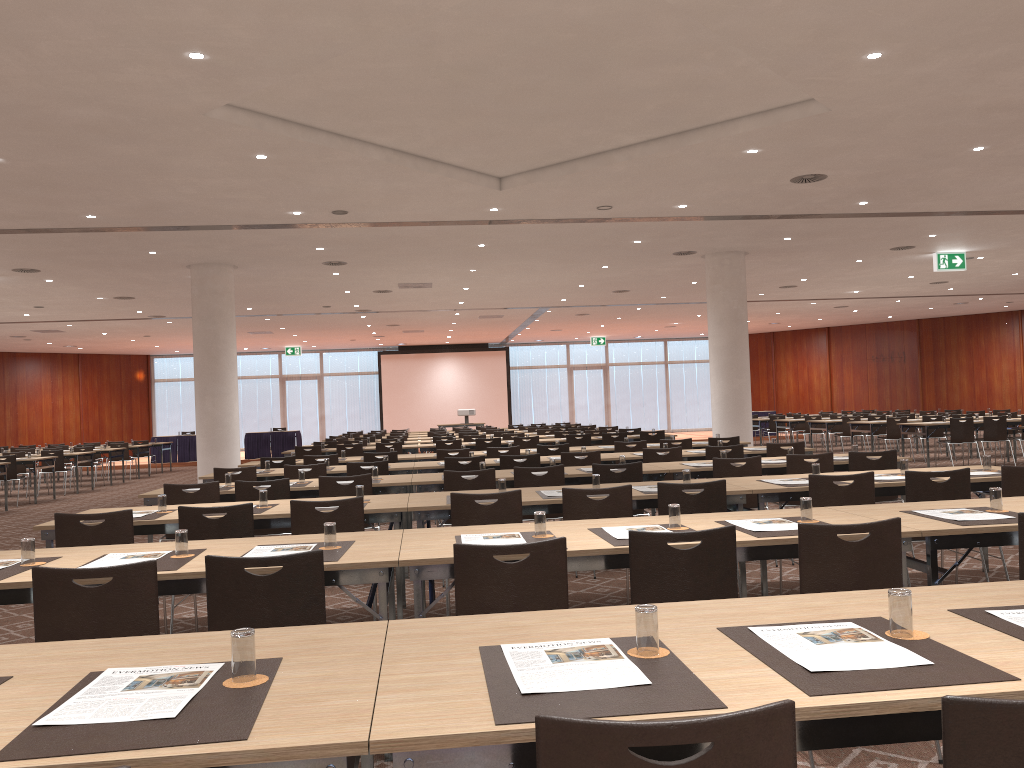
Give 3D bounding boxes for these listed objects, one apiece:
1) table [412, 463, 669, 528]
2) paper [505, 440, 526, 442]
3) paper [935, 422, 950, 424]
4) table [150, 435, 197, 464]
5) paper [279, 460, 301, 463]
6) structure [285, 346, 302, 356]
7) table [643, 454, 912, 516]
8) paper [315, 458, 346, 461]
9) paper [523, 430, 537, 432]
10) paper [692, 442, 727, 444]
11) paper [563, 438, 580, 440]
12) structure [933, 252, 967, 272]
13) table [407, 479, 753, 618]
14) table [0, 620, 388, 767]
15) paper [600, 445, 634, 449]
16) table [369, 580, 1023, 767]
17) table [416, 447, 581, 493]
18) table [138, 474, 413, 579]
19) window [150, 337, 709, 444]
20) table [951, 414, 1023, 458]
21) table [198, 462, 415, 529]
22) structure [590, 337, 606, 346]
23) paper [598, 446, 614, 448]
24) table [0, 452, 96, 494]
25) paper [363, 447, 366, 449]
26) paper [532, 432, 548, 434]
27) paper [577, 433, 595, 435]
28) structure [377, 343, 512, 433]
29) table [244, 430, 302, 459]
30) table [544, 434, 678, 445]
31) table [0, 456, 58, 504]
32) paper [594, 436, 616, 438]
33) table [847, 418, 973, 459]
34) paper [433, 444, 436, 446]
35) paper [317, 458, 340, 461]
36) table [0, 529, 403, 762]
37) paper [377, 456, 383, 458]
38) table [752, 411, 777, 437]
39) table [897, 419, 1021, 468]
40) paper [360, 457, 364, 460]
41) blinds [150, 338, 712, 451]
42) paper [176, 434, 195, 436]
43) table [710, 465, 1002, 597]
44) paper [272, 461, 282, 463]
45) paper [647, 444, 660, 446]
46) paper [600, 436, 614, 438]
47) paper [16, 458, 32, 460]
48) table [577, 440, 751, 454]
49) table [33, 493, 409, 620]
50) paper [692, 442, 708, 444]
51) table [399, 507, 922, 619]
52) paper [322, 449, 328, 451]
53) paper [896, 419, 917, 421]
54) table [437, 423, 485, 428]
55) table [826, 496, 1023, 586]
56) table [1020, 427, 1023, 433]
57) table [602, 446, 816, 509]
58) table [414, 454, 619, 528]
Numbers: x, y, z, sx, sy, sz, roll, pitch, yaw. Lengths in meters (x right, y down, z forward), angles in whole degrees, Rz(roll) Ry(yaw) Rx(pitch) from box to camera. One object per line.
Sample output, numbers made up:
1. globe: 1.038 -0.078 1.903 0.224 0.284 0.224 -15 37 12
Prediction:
1. table: 0.232 1.231 8.207 2.267 0.833 0.953 -2 -1 -6
2. paper: 0.119 1.006 15.577 0.460 0.003 0.565 -2 -1 -5
3. paper: 7.900 0.715 16.384 0.460 0.003 0.565 -2 -1 -5
4. table: -10.425 2.041 27.958 1.712 0.832 1.042 -2 -1 -6
5. paper: -3.070 1.035 11.738 0.460 0.003 0.565 -2 -1 -4
6. structure: -8.132 -1.216 32.976 0.587 0.346 0.105 -2 -1 -6
7. table: 2.489 1.146 8.434 2.267 0.833 0.953 -2 -1 -6
8. paper: -2.445 1.012 11.822 0.460 0.003 0.565 -2 -1 -7
9. paper: 0.487 1.147 21.666 0.460 0.003 0.565 -2 -1 -9
10. paper: 2.712 0.819 12.349 0.460 0.003 0.565 -2 -1 -5
11. paper: 1.114 0.969 15.705 0.460 0.003 0.565 -2 -1 -6
12. structure: 8.190 -2.289 16.596 0.587 0.346 0.105 -2 -1 -6
13. table: 0.431 1.172 6.217 2.267 0.833 0.953 -2 -1 -6
14. table: -1.427 1.138 2.010 2.267 0.833 0.953 -2 -1 -6
15. paper: 1.451 0.866 12.212 0.460 0.003 0.565 -2 -1 -5
16. table: 0.830 1.054 2.237 2.267 0.833 0.953 -2 -1 -6
17. table: -0.166 1.349 12.186 2.267 0.833 0.953 -2 -1 -6
18. table: -2.025 1.315 7.979 2.267 0.833 0.953 -2 -1 -6
19. window: -2.570 0.395 35.561 22.960 3.871 0.217 -2 -1 -6
20. table: 10.598 1.087 18.798 2.267 0.833 0.953 -2 -1 -6
21. table: -2.224 1.374 9.969 2.267 0.833 0.953 -2 -1 -6
22. structure: 3.318 -1.644 34.131 0.587 0.346 0.105 -2 -1 -6
23. paper: 1.366 0.867 12.267 0.283 0.006 0.398 -2 -1 -6
24. table: -10.127 1.915 18.718 2.267 0.833 0.953 -2 -1 -6
25. paper: -2.767 1.114 15.294 0.460 0.003 0.565 -2 -1 -7
26. paper: 0.689 1.088 19.676 0.460 0.003 0.565 -2 -1 -8
27. paper: 1.538 1.005 17.742 0.460 0.003 0.565 -2 -1 -6
28. structure: -2.632 0.198 34.952 5.158 3.525 0.395 -2 -1 -6
29. table: -7.597 1.935 28.243 1.712 0.832 1.042 -2 -1 -6
30. table: 1.742 1.367 15.895 2.267 0.833 0.953 -2 -1 -6
31. table: -9.928 1.856 16.728 2.267 0.833 0.953 -2 -1 -6
32. paper: 1.720 0.946 15.746 0.460 0.003 0.565 -2 -1 -4
33. table: 8.341 1.172 18.571 2.267 0.833 0.953 -2 -1 -6
34. paper: -1.140 1.053 15.457 0.460 0.003 0.565 -2 -1 -5
35. paper: -2.470 1.010 11.866 0.283 0.006 0.398 -2 -1 -5
36. table: -1.626 1.197 4.000 2.267 0.833 0.953 -2 -1 -6
37. paper: -1.833 0.987 11.936 0.283 0.006 0.398 -2 -1 -6
38. table: 7.983 1.352 29.814 1.712 0.832 1.042 -2 -1 -6
39. table: 8.540 1.113 16.581 2.267 0.833 0.953 -2 -1 -6
40. paper: -1.791 0.988 11.877 0.460 0.003 0.565 -2 -1 -8
41. blinds: -2.579 0.418 35.335 22.851 3.816 0.115 -2 -1 -6
42. paper: -10.375 1.621 28.162 0.460 0.003 0.565 -2 -1 -6
43. table: 2.688 1.087 6.444 2.267 0.833 0.953 -2 -1 -6
44. paper: -3.117 1.036 11.839 0.283 0.006 0.398 -2 -1 -6
45. paper: 2.009 0.844 12.342 0.283 0.006 0.398 -2 -1 -3
46. paper: 1.709 0.944 15.809 0.283 0.006 0.398 -2 -1 -9
47. paper: -9.272 1.409 16.651 0.460 0.003 0.565 -2 -1 -3
48. table: 2.091 1.264 12.413 2.267 0.833 0.953 -2 -1 -6
49. table: -1.825 1.256 5.989 2.267 0.833 0.953 -2 -1 -6
50. paper: 2.671 0.818 12.380 0.283 0.006 0.398 -2 -1 -8
51. table: 0.631 1.113 4.227 2.267 0.833 0.953 -2 -1 -6
52. paper: -3.399 1.138 15.223 0.460 0.003 0.565 -2 -1 -6
53. paper: 8.331 0.751 18.428 0.460 0.003 0.565 -2 -1 -8
54. table: -1.651 1.713 28.859 1.539 0.832 0.953 -2 -1 -6
55. table: 2.888 1.028 4.455 2.267 0.833 0.953 -2 -1 -6
56. table: 8.889 1.010 13.099 2.267 0.833 0.953 -2 -1 -6
57. table: 2.290 1.205 10.424 2.267 0.833 0.953 -2 -1 -6
58. table: 0.033 1.290 10.196 2.267 0.833 0.953 -2 -1 -6
